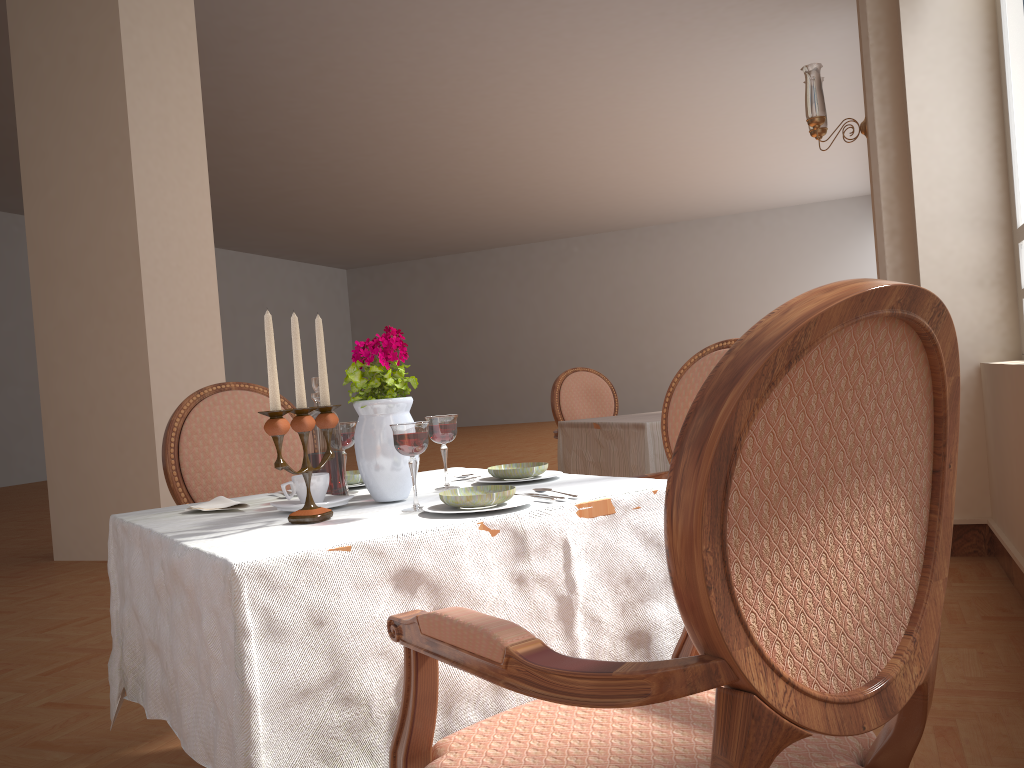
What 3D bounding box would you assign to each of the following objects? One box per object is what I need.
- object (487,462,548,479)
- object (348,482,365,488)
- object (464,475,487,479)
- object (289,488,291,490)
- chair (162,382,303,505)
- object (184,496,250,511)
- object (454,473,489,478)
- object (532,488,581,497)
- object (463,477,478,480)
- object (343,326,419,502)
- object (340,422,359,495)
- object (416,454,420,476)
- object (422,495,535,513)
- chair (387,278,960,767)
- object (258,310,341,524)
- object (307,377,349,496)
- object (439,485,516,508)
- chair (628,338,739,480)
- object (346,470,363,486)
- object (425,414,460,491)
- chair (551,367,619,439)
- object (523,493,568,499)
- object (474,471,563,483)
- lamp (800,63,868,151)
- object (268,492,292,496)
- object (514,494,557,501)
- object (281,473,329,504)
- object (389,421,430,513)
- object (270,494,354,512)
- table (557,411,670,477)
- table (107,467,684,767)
[{"bbox_3d":[0.012,0.169,1.700,0.117,0.024,0.117,-5,0,1],"label":"object"},{"bbox_3d":[-0.342,0.208,1.844,0.171,0.005,0.171,-5,0,-31],"label":"object"},{"bbox_3d":[-0.049,0.186,1.802,0.125,0.002,0.016,-5,0,-31],"label":"object"},{"bbox_3d":[-0.421,0.215,1.787,0.013,0.004,0.127,-5,0,-34],"label":"object"},{"bbox_3d":[-0.572,0.447,2.151,0.520,0.931,0.593,-5,0,-35],"label":"chair"},{"bbox_3d":[-0.554,0.221,1.626,0.094,0.012,0.234,-5,0,-30],"label":"object"},{"bbox_3d":[-0.064,0.186,1.823,0.125,0.006,0.027,-5,0,-32],"label":"object"},{"bbox_3d":[0.071,0.174,1.422,0.027,0.006,0.125,-5,0,-32],"label":"object"},{"bbox_3d":[-0.040,0.184,1.783,0.127,0.004,0.013,-5,0,-31],"label":"object"},{"bbox_3d":[-0.226,0.049,1.522,0.124,0.302,0.143,-4,0,20],"label":"object"},{"bbox_3d":[-0.321,0.141,1.686,0.062,0.135,0.062,-5,1,-37],"label":"object"},{"bbox_3d":[-0.218,0.131,1.648,0.093,0.138,0.093,-5,0,-40],"label":"object"},{"bbox_3d":[-0.050,0.184,1.345,0.171,0.005,0.171,-5,0,-18],"label":"object"},{"bbox_3d":[0.205,0.382,1.011,0.520,0.931,0.593,-5,0,-35],"label":"chair"},{"bbox_3d":[-0.321,0.049,1.360,0.059,0.326,0.177,-4,0,20],"label":"object"},{"bbox_3d":[-0.340,0.099,1.598,0.074,0.222,0.074,-5,1,1],"label":"object"},{"bbox_3d":[-0.052,0.173,1.345,0.117,0.024,0.117,-5,0,-27],"label":"object"},{"bbox_3d":[0.357,0.371,1.988,0.592,0.931,0.521,-5,0,-35],"label":"chair"},{"bbox_3d":[-0.343,0.198,1.844,0.117,0.024,0.117,-5,0,32],"label":"object"},{"bbox_3d":[-0.124,0.125,1.625,0.062,0.135,0.062,-5,1,-37],"label":"object"},{"bbox_3d":[0.491,0.366,4.548,0.520,0.931,0.593,-5,0,-24],"label":"chair"},{"bbox_3d":[0.050,0.177,1.407,0.016,0.002,0.125,-5,0,-31],"label":"object"},{"bbox_3d":[0.013,0.179,1.701,0.171,0.005,0.171,-5,0,-38],"label":"object"},{"bbox_3d":[1.552,-1.334,4.269,0.274,0.362,0.320,-4,0,22],"label":"lamp"},{"bbox_3d":[-0.459,0.217,1.762,0.027,0.006,0.125,-5,0,-35],"label":"object"},{"bbox_3d":[0.031,0.178,1.399,0.013,0.004,0.127,-5,0,-31],"label":"object"},{"bbox_3d":[-0.346,0.179,1.497,0.078,0.049,0.062,-5,0,-6],"label":"object"},{"bbox_3d":[-0.152,0.127,1.365,0.062,0.135,0.062,-5,1,-37],"label":"object"},{"bbox_3d":[-0.337,0.202,1.498,0.119,0.016,0.119,-5,0,41],"label":"object"},{"bbox_3d":[0.746,0.471,3.921,0.831,0.677,0.829,-5,0,-23],"label":"table"},{"bbox_3d":[-0.205,0.541,1.587,0.836,0.680,0.830,-5,0,-35],"label":"table"}]
